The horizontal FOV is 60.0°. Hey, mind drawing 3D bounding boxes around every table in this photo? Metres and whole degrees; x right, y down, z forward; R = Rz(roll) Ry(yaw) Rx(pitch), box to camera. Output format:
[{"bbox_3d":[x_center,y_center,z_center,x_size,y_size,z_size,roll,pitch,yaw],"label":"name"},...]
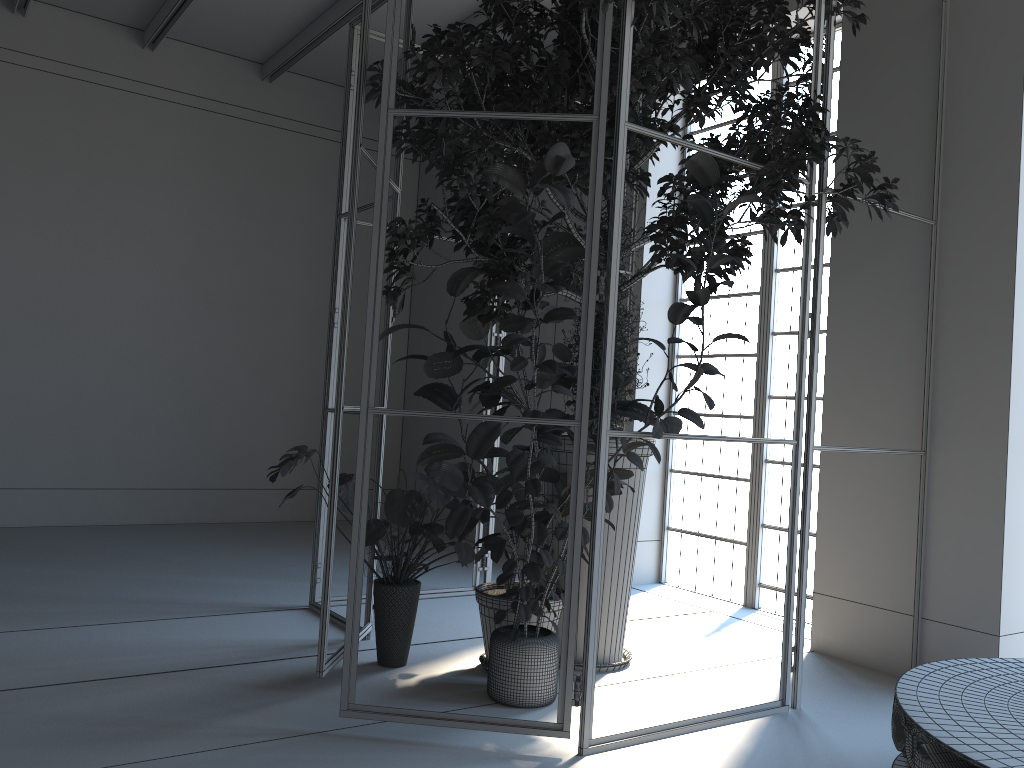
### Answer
[{"bbox_3d":[1.997,1.204,2.519,1.709,0.387,1.708,5,-3,-43],"label":"table"}]

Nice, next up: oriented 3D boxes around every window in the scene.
[{"bbox_3d":[3.995,-0.350,2.619,0.070,3.834,9.755,5,-2,-35],"label":"window"}]

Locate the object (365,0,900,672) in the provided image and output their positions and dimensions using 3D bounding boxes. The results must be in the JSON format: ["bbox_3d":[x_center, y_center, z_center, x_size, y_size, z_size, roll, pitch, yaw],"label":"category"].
[{"bbox_3d":[0.473,-0.717,4.207,2.486,4.154,2.243,3,-2,27],"label":"object"}]

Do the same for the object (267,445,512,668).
[{"bbox_3d":[-0.535,0.797,4.010,1.125,1.001,0.920,5,-2,-37],"label":"object"}]

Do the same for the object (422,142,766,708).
[{"bbox_3d":[0.162,0.234,3.561,1.253,2.183,1.309,4,-2,-24],"label":"object"}]

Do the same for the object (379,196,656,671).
[{"bbox_3d":[-0.037,0.232,4.186,1.270,2.157,0.868,4,-2,-4],"label":"object"}]

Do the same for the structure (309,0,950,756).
[{"bbox_3d":[0.322,-0.327,4.634,2.994,3.454,2.452,5,-2,-35],"label":"structure"}]
